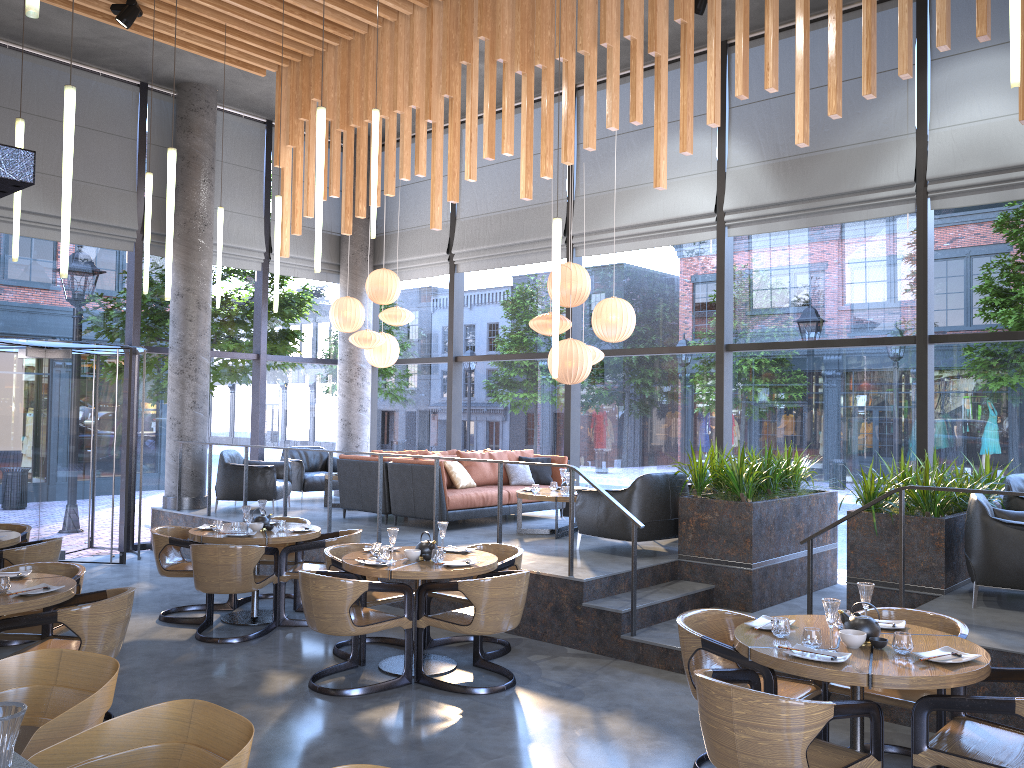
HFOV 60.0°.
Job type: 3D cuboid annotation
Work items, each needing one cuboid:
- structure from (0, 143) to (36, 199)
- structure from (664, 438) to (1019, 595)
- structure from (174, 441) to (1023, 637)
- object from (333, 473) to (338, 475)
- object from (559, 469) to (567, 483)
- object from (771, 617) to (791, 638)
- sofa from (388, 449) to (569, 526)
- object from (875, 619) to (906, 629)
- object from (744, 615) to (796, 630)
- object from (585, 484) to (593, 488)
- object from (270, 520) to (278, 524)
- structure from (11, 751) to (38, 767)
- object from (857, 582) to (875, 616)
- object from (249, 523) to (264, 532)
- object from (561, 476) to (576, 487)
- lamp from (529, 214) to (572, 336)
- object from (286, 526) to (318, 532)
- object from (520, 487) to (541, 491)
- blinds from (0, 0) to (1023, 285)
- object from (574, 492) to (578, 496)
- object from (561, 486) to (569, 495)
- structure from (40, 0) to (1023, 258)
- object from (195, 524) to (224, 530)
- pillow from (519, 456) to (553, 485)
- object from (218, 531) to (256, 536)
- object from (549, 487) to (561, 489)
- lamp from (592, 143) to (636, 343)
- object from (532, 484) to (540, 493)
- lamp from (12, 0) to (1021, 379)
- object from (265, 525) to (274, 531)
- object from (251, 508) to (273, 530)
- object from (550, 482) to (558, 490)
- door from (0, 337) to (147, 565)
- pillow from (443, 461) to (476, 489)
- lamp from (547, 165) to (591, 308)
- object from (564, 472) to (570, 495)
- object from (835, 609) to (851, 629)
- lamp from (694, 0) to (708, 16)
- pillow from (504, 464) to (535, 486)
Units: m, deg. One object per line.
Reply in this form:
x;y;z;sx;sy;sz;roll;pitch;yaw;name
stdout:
-5.989;-1.104;3.104;8.600;2.382;4.958;-1;-3;41;structure
-3.480;1.168;7.211;15.715;1.608;4.306;1;-2;-10;structure
-2.675;-0.320;3.733;11.718;4.117;9.054;-1;-3;41;structure
-2.212;1.160;11.420;0.170;0.025;0.294;2;-2;-24;object
0.556;1.040;9.659;0.082;0.227;0.082;0;-2;23;object
1.261;1.142;4.157;0.086;0.086;0.086;2;-2;-23;object
-0.336;1.184;10.275;0.864;0.811;2.226;-1;-3;41;sofa
1.797;1.191;4.417;0.294;0.025;0.170;0;-2;26;object
1.253;1.180;4.343;0.170;0.025;0.294;-1;-3;39;object
0.811;1.103;9.337;0.086;0.086;0.086;3;-3;-45;object
-2.235;1.254;8.030;0.294;0.025;0.170;1;-2;-13;object
-4.604;1.060;1.655;8.945;1.400;4.889;-1;-3;41;structure
1.720;1.084;4.312;0.082;0.227;0.082;2;-2;-28;object
-2.173;1.218;7.538;0.116;0.065;0.116;1;-2;9;object
0.601;1.057;9.448;0.163;0.179;0.168;1;-2;7;object
0.434;-1.655;9.668;0.467;2.271;0.467;1;-2;4;lamp
-1.808;1.245;7.579;0.170;0.025;0.294;0;-2;22;object
0.186;1.129;9.460;0.170;0.025;0.294;0;-2;22;object
-2.410;-2.686;9.310;17.610;2.314;8.760;1;-2;-5;blinds
0.690;1.121;9.016;0.170;0.025;0.294;0;-2;22;object
0.539;1.088;9.027;0.086;0.086;0.086;3;-3;-45;object
-2.405;-1.100;3.395;10.399;5.894;10.127;-1;-3;41;structure
-2.611;1.234;7.631;0.170;0.025;0.294;1;-2;0;object
0.282;1.056;10.788;0.418;0.345;0.242;1;-2;-8;pillow
-2.254;1.226;7.243;0.294;0.025;0.170;1;-2;-1;object
0.547;1.146;9.789;0.294;0.025;0.170;1;-2;-13;object
-0.143;-2.124;6.430;0.468;3.124;6.999;0;-2;22;lamp
0.248;1.093;9.283;0.086;0.086;0.086;3;-3;-45;object
-2.232;-5.265;2.848;8.975;10.231;8.774;-1;-3;40;lamp
-2.076;1.233;7.589;0.080;0.042;0.080;0;-2;26;object
-2.180;1.166;7.688;0.163;0.179;0.168;1;-2;7;object
0.454;1.108;9.624;0.086;0.086;0.086;1;-2;-11;object
-5.427;0.784;10.232;2.186;2.526;2.186;2;-2;-29;door
-0.606;1.020;10.002;0.289;0.311;0.393;0;-2;22;pillow
0.627;-2.005;9.532;0.465;2.374;0.465;2;-2;-25;lamp
0.572;1.021;9.109;0.082;0.227;0.082;1;-2;-6;object
1.621;1.155;4.347;0.086;0.086;0.086;0;-2;23;object
1.785;-3.621;8.344;0.273;0.367;0.300;2;-2;-30;lamp
0.087;1.078;10.581;0.332;0.263;0.203;2;-2;-29;pillow
